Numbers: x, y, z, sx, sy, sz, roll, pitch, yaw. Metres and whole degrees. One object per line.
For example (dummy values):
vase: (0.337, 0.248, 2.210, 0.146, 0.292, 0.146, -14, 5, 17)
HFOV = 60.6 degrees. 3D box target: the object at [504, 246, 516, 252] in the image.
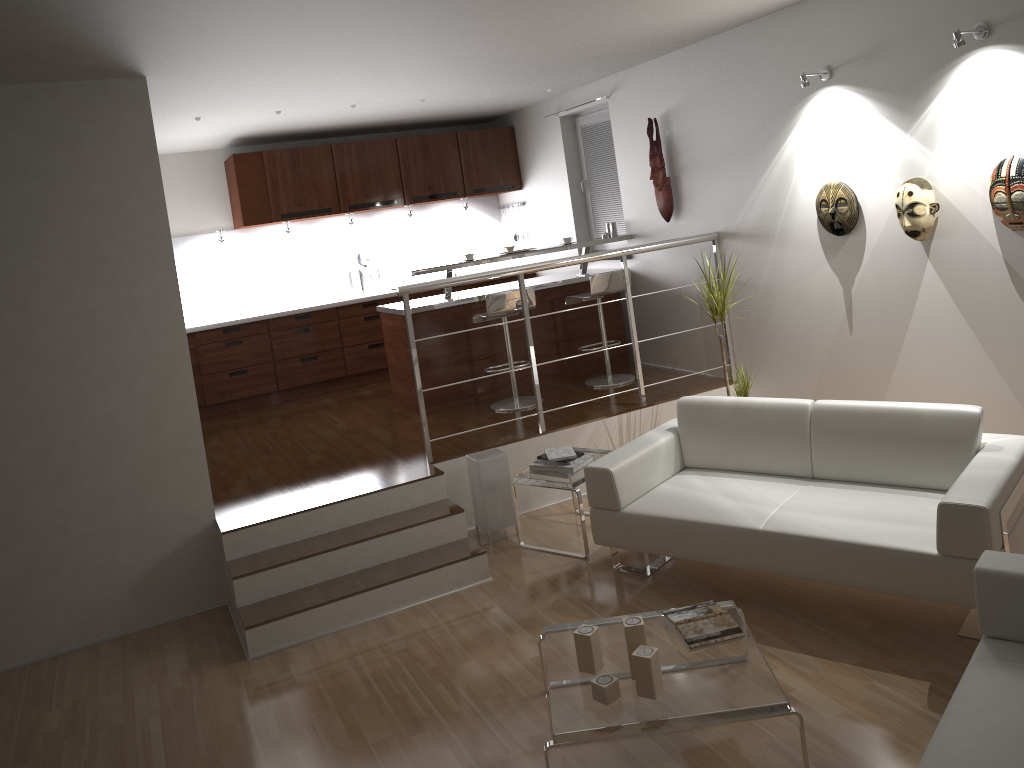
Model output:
object: (-0.007, -1.042, 6.777, 0.141, 0.041, 0.130, -12, 11, -22)

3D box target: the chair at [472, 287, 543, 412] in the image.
chair: (-0.019, -0.266, 6.314, 0.392, 0.840, 0.426, -10, 4, -20)

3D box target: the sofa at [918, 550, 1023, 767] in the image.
sofa: (1.305, 0.944, 1.826, 0.902, 0.730, 1.819, -2, 12, 40)

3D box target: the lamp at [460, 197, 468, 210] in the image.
lamp: (-0.461, -1.773, 8.620, 0.079, 0.123, 0.081, -7, 5, 16)

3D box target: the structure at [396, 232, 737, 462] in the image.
structure: (0.445, -0.296, 5.613, 2.349, 1.042, 0.057, -13, 4, -24)

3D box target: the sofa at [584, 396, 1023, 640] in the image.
sofa: (1.320, 0.510, 4.006, 1.775, 0.731, 0.924, 0, 11, 41)

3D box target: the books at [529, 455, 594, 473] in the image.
books: (0.272, 0.429, 4.809, 0.286, 0.027, 0.232, 0, 13, 35)

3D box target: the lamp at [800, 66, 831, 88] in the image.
lamp: (1.701, -1.730, 4.934, 0.193, 0.107, 0.080, -12, 7, -24)

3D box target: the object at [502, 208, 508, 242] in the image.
object: (-0.071, -1.650, 9.126, 0.008, 0.374, 0.033, -9, 2, -23)

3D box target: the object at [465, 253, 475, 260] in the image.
object: (-0.313, -0.948, 6.536, 0.079, 0.045, 0.068, -5, 9, 20)

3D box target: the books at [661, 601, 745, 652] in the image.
books: (0.682, 0.863, 3.149, 0.204, 0.055, 0.296, -10, 11, -9)

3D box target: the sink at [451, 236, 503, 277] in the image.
sink: (-0.275, -1.240, 8.883, 0.679, 0.573, 0.603, -11, 8, -24)

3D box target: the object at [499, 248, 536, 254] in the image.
object: (0.048, -1.033, 6.811, 0.312, 0.010, 0.219, -13, 12, -21)

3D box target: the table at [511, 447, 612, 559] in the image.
table: (0.363, 0.643, 4.893, 0.462, 0.396, 0.562, -2, 10, 41)

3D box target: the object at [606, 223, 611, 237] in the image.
object: (0.799, -1.264, 7.184, 0.053, 0.108, 0.052, -11, 5, -40)

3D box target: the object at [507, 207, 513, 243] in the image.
object: (-0.027, -1.634, 9.014, 0.020, 0.374, 0.106, -9, 3, -23)

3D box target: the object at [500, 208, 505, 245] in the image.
object: (-0.111, -1.653, 9.183, 0.033, 0.378, 0.064, -9, 3, -24)

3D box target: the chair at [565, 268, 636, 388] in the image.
chair: (0.695, -0.433, 6.645, 0.392, 0.840, 0.425, -10, 5, -28)

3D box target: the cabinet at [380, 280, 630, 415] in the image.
cabinet: (-0.041, -0.371, 7.108, 1.868, 0.743, 0.635, -13, 7, -24)

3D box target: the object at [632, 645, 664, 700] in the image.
object: (0.435, 0.919, 2.812, 0.066, 0.150, 0.068, -6, 5, 36)

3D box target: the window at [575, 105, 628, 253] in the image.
window: (0.830, -1.755, 7.556, 0.143, 1.254, 0.845, -9, 5, -23)

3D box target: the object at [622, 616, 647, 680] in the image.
object: (0.416, 0.875, 2.929, 0.067, 0.195, 0.068, -8, 3, 1)

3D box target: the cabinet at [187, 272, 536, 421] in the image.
cabinet: (-1.418, -0.440, 8.323, 3.542, 0.792, 0.682, -13, 7, -24)

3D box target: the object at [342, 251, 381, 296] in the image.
object: (-1.448, -1.084, 8.518, 0.333, 0.401, 0.163, -11, 4, -24)

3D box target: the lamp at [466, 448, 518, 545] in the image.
lamp: (-0.113, 0.640, 5.052, 0.194, 0.476, 0.199, -10, 4, -24)

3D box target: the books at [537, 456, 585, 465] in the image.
books: (0.269, 0.409, 4.809, 0.215, 0.014, 0.155, 0, 13, 35)

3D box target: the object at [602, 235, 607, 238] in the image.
object: (0.757, -1.205, 7.143, 0.051, 0.019, 0.051, -12, 11, -21)

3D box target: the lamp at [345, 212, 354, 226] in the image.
lamp: (-1.502, -1.529, 8.138, 0.079, 0.123, 0.081, -7, 5, 16)

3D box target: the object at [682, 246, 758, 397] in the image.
object: (1.294, -0.114, 5.318, 0.504, 1.460, 0.442, -9, 3, -11)

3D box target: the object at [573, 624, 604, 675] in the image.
object: (0.263, 0.905, 3.009, 0.066, 0.149, 0.068, -6, 5, 36)

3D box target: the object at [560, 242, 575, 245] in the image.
object: (0.435, -1.109, 6.922, 0.139, 0.008, 0.132, 3, 16, 44)

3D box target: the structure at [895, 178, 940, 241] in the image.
structure: (2.053, -0.891, 4.501, 0.131, 0.325, 0.243, -10, 6, -23)

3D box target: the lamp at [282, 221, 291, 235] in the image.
lamp: (-2.023, -1.406, 7.896, 0.079, 0.123, 0.081, -7, 5, 16)

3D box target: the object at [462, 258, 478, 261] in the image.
object: (-0.325, -0.923, 6.534, 0.131, 0.008, 0.141, -12, 12, -21)

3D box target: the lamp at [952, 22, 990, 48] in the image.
lamp: (2.109, -1.612, 4.045, 0.193, 0.107, 0.080, -12, 7, -24)

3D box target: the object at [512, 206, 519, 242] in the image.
object: (0.037, -1.631, 8.920, 0.044, 0.362, 0.091, -9, 3, -24)

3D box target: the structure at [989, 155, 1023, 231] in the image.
structure: (2.296, -0.875, 4.030, 0.076, 0.351, 0.265, -9, 5, -23)

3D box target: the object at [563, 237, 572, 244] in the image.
object: (0.442, -1.134, 6.928, 0.079, 0.045, 0.068, -6, 9, 13)

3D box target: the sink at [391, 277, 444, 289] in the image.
sink: (-0.838, -0.916, 8.617, 0.607, 0.197, 0.604, -13, 11, -24)

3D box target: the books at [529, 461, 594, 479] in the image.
books: (0.275, 0.456, 4.810, 0.287, 0.027, 0.231, 3, 16, 45)

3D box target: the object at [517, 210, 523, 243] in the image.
object: (0.070, -1.603, 8.799, 0.024, 0.378, 0.071, -9, 3, -23)

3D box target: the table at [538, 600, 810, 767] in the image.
table: (0.502, 1.071, 3.015, 0.794, 0.246, 0.713, -8, 10, 1)

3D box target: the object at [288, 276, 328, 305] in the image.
object: (-1.936, -0.897, 8.340, 0.373, 0.238, 0.156, -12, 6, -24)

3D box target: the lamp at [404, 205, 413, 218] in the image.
lamp: (-0.981, -1.651, 8.379, 0.079, 0.123, 0.081, -7, 5, 16)

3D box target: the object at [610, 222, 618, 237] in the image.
object: (0.829, -1.259, 7.134, 0.053, 0.110, 0.052, -11, 5, -40)

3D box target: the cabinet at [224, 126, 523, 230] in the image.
cabinet: (-1.286, -2.003, 8.443, 2.748, 0.630, 0.653, -13, 8, -24)

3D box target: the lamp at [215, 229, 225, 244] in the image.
lamp: (-2.544, -1.284, 7.655, 0.079, 0.123, 0.081, -7, 5, 16)

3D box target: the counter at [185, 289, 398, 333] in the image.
counter: (-2.101, -0.667, 8.018, 2.126, 0.039, 0.684, -13, 12, -24)

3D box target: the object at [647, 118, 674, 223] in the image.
object: (1.098, -1.583, 6.481, 0.150, 0.782, 0.153, -7, 3, 21)

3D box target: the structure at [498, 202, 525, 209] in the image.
structure: (-0.015, -1.828, 8.998, 0.049, 0.033, 0.601, -12, 12, -23)

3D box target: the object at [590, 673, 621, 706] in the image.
object: (0.301, 0.975, 2.819, 0.068, 0.073, 0.067, -13, 8, -39)

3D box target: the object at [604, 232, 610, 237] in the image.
object: (0.776, -1.218, 7.129, 0.051, 0.045, 0.052, -5, 8, 23)

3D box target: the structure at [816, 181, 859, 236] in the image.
structure: (1.840, -0.999, 5.013, 0.070, 0.312, 0.318, -9, 7, -23)

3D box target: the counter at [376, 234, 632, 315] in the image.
counter: (0.013, -0.912, 7.068, 2.126, 0.314, 0.843, -13, 11, -24)
